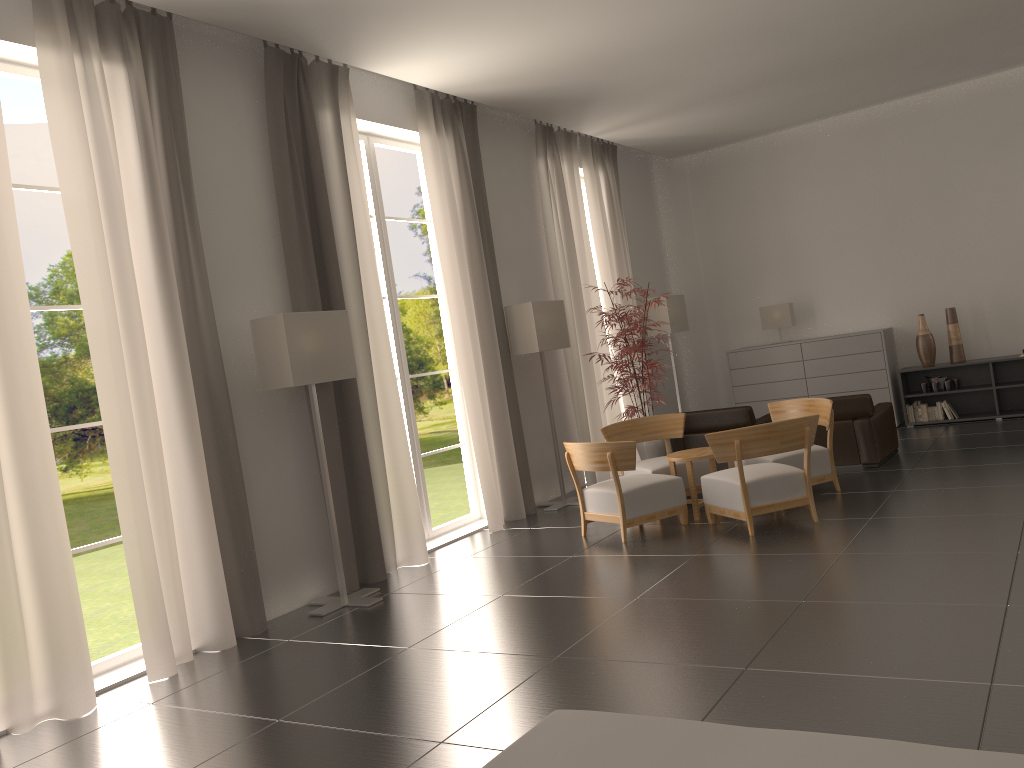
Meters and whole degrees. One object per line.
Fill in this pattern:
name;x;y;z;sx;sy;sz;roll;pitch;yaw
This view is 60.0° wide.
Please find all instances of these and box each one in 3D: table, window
table;2.501;1.281;11.549;0.871;0.803;0.869;-9;1;-35
window;-4.445;-0.108;7.958;0.110;5.749;2.647;-8;1;33
window;-1.629;-0.646;12.410;0.110;5.749;2.647;-8;1;33
window;1.187;-1.185;16.861;0.110;5.749;2.647;-8;1;33
window;12.406;-5.439;14.536;98.997;20.579;48.695;-8;2;33

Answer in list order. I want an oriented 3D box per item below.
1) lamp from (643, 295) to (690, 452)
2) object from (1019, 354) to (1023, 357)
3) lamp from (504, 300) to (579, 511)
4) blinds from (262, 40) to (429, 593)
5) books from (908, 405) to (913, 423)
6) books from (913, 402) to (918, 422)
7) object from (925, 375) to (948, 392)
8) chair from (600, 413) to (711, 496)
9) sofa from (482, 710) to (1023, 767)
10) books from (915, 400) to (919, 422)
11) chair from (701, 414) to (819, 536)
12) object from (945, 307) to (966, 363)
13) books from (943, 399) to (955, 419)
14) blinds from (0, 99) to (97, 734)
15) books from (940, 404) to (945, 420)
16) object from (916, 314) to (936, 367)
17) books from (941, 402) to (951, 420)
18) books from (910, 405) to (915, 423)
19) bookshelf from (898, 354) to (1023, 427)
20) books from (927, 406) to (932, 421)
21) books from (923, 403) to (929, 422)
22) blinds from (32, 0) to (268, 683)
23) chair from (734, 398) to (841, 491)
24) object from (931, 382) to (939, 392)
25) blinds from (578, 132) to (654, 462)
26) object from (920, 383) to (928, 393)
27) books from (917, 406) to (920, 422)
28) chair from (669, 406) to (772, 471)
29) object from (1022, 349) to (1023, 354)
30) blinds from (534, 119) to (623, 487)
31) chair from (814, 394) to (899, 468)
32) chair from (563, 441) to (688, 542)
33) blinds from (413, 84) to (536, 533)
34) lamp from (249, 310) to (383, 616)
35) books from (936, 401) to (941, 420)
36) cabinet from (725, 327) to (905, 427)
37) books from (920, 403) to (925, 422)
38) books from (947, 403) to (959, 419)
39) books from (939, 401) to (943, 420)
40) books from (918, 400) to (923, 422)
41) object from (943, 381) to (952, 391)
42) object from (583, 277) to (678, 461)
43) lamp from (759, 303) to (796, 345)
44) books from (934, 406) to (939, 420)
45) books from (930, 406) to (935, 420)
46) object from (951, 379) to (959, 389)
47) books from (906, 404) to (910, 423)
lamp;3.357;-0.217;18.237;0.907;3.178;1.001;-8;1;33
object;9.464;-0.564;15.602;0.892;0.003;0.672;-8;2;35
lamp;0.588;0.312;13.859;0.907;3.178;1.001;-8;1;33
blinds;-2.041;-0.855;10.700;0.414;6.431;1.552;-8;0;37
books;7.540;0.563;16.747;0.048;0.305;0.226;-8;1;33
books;7.612;0.527;16.707;0.039;0.358;0.210;-8;1;33
object;7.964;-0.027;16.617;0.142;0.309;0.413;-9;1;-43
chair;2.117;1.098;12.652;1.453;1.226;1.150;-9;1;-22
sofa;1.032;1.576;0.217;5.518;1.205;5.612;-8;2;33
books;7.637;0.509;16.684;0.029;0.385;0.220;-8;1;33
chair;2.897;1.035;10.445;1.453;1.226;1.150;-9;1;-12
object;8.204;-0.904;16.447;0.262;1.025;0.263;-8;0;36
books;8.081;0.466;16.389;0.138;0.354;0.236;-8;1;33
blinds;-4.458;-0.392;6.878;0.414;6.431;1.552;-8;0;37
books;7.992;0.502;16.447;0.017;0.305;0.239;-8;1;33
object;7.694;-0.812;16.517;0.327;0.992;0.326;-9;1;-34
books;8.048;0.487;16.402;0.130;0.322;0.252;-8;1;33
books;7.572;0.555;16.714;0.039;0.312;0.246;-8;1;33
bookshelf;8.791;0.077;16.107;3.076;1.079;0.741;-8;1;33
books;7.827;0.552;16.599;0.054;0.249;0.167;-8;1;33
books;7.756;0.531;16.596;0.054;0.311;0.244;-8;1;33
blinds;-3.429;-0.589;8.503;0.417;6.431;1.552;-8;0;29
chair;3.689;0.878;11.951;1.152;1.226;1.451;-9;1;-17
object;7.857;0.060;16.444;0.135;0.179;0.136;-8;1;34
blinds;2.094;-1.645;17.233;0.417;6.431;1.552;-8;0;29
object;7.729;0.075;16.615;0.135;0.179;0.136;-8;1;34
books;7.665;0.547;16.673;0.017;0.302;0.215;-8;1;33
chair;3.548;0.896;14.784;1.536;1.076;1.502;-8;1;33
object;9.290;-0.591;15.942;0.188;0.082;0.188;-9;1;-7
blinds;1.191;-1.472;15.808;0.414;6.431;1.552;-8;0;37
chair;5.036;0.694;13.820;1.536;1.076;1.502;-8;1;33
chair;1.400;1.245;11.158;1.152;1.226;1.450;-9;1;-32
blinds;-0.530;-1.143;13.084;0.417;6.431;1.552;-8;0;29
lamp;-2.063;0.819;9.669;0.907;3.178;1.001;-8;1;33
books;7.956;0.494;16.500;0.054;0.329;0.187;-8;1;33
cabinet;6.111;0.032;17.948;3.076;1.876;1.041;-8;1;33
books;7.717;0.533;16.626;0.039;0.318;0.236;-8;1;33
books;8.131;0.491;16.350;0.142;0.289;0.252;-8;1;33
books;7.970;0.496;16.451;0.019;0.324;0.254;-8;1;33
books;7.680;0.505;16.649;0.039;0.384;0.233;-8;1;33
object;8.044;0.034;16.356;0.136;0.179;0.135;-9;1;3
object;1.953;-0.007;14.143;1.488;3.397;1.772;-8;1;18
lamp;5.533;-1.243;18.402;0.618;0.796;0.310;-8;1;33
books;7.920;0.539;16.539;0.054;0.249;0.167;-8;1;33
books;7.874;0.545;16.569;0.054;0.249;0.167;-8;1;33
object;8.245;0.000;16.470;0.135;0.179;0.136;-8;1;39
books;7.500;0.552;16.755;0.021;0.338;0.253;-8;1;33
